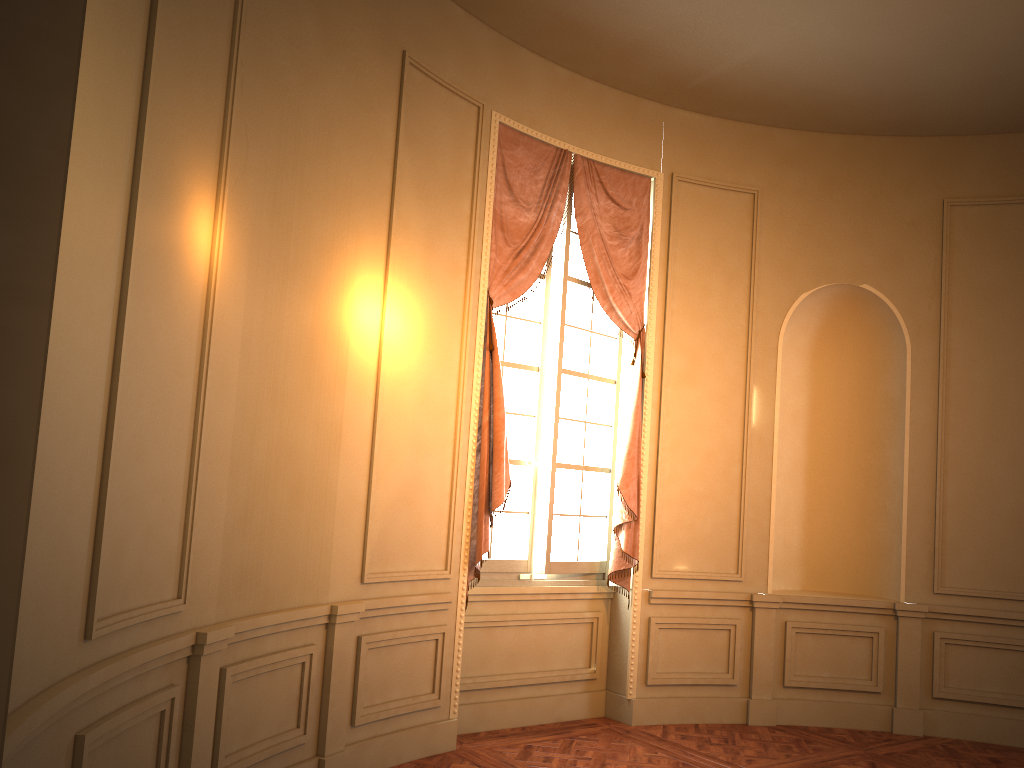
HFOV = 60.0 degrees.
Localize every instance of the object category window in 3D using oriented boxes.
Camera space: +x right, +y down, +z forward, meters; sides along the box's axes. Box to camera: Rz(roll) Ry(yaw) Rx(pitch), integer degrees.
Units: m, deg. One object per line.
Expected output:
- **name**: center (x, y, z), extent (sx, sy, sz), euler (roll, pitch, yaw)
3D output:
- **window**: center (0.245, -0.100, 5.831), extent (1.341, 2.829, 0.150), euler (8, -6, -35)

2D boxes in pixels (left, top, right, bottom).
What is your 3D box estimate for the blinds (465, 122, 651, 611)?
- **blinds**: center (0.376, -0.047, 5.648), extent (1.365, 2.969, 0.280), euler (8, -6, -36)
